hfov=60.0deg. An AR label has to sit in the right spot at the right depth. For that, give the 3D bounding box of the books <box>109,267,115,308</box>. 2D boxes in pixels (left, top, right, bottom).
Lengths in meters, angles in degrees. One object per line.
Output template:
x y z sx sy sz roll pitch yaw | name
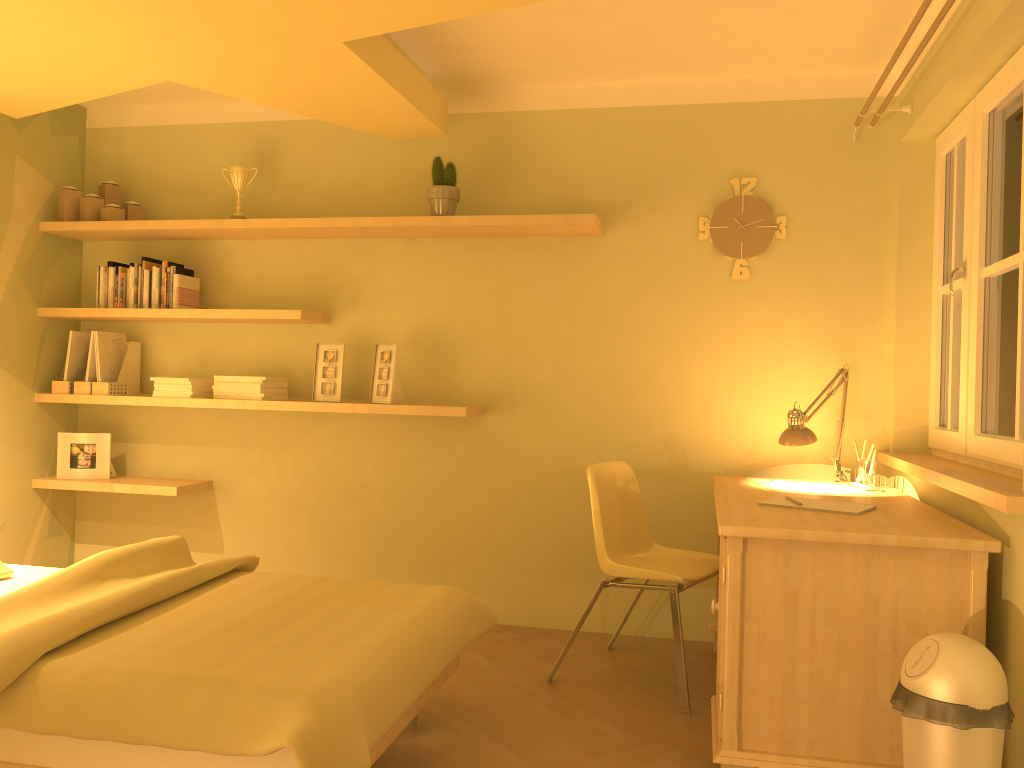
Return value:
-1.853 -0.445 4.210 0.022 0.198 0.157 1 0 12 | books

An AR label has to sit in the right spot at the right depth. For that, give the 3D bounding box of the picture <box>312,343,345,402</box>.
-0.810 -0.050 4.040 0.134 0.264 0.171 1 0 11 | picture

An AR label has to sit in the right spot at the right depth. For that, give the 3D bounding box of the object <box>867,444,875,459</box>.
1.363 0.304 3.406 0.008 0.155 0.073 2 0 -23 | object

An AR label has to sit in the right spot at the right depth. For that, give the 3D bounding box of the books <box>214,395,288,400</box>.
-1.196 0.063 4.068 0.270 0.015 0.190 1 0 23 | books

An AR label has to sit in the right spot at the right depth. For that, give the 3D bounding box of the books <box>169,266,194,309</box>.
-1.546 -0.440 4.144 0.032 0.203 0.157 1 0 12 | books

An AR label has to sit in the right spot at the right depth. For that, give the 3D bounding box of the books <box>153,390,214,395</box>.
-1.512 0.040 4.139 0.190 0.015 0.270 1 0 8 | books

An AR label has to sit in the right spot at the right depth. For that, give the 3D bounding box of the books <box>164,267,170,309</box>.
-1.573 -0.438 4.150 0.022 0.198 0.157 1 0 12 | books

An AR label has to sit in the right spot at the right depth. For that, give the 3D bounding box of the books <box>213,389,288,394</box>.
-1.196 0.033 4.059 0.270 0.015 0.190 1 0 24 | books

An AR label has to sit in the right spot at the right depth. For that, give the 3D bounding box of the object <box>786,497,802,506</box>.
0.881 0.366 2.777 0.008 0.009 0.166 2 0 3 | object

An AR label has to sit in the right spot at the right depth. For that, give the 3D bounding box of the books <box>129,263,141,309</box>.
-1.742 -0.452 4.181 0.038 0.217 0.166 1 0 12 | books

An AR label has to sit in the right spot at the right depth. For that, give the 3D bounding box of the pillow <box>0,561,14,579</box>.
-2.017 0.559 2.680 0.482 0.213 0.801 1 0 22 | pillow

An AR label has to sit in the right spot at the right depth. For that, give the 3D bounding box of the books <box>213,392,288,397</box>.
-1.196 0.048 4.068 0.270 0.015 0.190 1 0 20 | books

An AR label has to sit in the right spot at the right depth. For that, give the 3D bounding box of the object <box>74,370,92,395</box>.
-1.969 -0.079 4.230 0.087 0.259 0.236 1 0 12 | object

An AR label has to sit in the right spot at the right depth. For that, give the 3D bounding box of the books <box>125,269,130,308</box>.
-1.774 -0.440 4.198 0.032 0.193 0.146 1 0 12 | books

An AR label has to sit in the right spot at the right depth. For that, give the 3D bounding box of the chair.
0.503 0.696 3.293 0.546 0.785 0.531 1 0 32 | chair

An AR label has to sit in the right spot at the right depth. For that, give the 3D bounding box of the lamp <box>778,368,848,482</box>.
1.169 0.159 3.436 0.140 0.455 0.484 1 0 37 | lamp

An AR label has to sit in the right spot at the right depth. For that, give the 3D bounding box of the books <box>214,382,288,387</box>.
-1.193 0.003 4.060 0.270 0.015 0.190 1 0 25 | books

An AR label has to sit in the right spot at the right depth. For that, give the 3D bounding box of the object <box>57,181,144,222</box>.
-1.959 -0.864 4.229 0.349 0.229 0.234 1 0 13 | object

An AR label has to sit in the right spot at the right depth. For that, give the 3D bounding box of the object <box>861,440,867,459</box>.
1.358 0.298 3.442 0.034 0.165 0.009 2 0 5 | object

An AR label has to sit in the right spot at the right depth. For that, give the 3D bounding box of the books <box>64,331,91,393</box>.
-2.069 -0.101 4.251 0.048 0.297 0.214 2 0 7 | books

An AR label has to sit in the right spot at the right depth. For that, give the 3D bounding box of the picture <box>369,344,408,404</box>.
-0.523 -0.043 3.936 0.134 0.264 0.171 1 0 39 | picture

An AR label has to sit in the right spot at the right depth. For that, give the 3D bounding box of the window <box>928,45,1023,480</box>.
1.539 -0.353 2.825 0.142 1.263 1.486 1 0 12 | window

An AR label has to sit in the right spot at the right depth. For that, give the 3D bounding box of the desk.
1.003 0.742 2.925 0.684 0.720 1.396 1 0 12 | desk

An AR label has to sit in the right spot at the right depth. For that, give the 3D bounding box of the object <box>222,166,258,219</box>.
-1.263 -0.866 4.104 0.160 0.268 0.095 2 0 -18 | object

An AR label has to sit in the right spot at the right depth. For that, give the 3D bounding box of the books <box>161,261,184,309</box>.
-1.597 -0.454 4.164 0.032 0.229 0.138 1 0 12 | books

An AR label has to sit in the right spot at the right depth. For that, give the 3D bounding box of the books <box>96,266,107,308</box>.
-1.915 -0.449 4.223 0.040 0.203 0.157 1 0 12 | books

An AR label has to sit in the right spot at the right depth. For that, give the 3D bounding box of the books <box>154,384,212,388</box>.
-1.505 0.010 4.135 0.190 0.015 0.270 1 0 11 | books

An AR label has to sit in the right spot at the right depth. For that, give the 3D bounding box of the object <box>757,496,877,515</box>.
0.944 0.375 2.743 0.300 0.010 0.210 1 0 37 | object

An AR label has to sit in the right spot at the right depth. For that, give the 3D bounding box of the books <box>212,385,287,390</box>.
-1.200 0.018 4.062 0.270 0.015 0.190 1 0 23 | books

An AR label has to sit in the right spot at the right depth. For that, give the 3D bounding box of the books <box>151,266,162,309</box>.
-1.634 -0.442 4.163 0.040 0.203 0.157 1 0 12 | books

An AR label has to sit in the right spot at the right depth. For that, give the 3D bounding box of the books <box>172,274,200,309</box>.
-1.518 -0.419 4.127 0.032 0.163 0.178 1 0 12 | books

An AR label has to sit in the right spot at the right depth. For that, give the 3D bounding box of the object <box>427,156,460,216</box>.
-0.296 -0.855 3.854 0.145 0.294 0.145 2 0 -7 | object

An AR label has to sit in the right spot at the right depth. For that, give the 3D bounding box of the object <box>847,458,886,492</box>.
1.331 0.339 3.336 0.070 0.105 0.240 2 0 5 | object

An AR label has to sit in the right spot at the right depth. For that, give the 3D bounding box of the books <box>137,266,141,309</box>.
-1.714 -0.444 4.181 0.017 0.203 0.155 1 0 12 | books

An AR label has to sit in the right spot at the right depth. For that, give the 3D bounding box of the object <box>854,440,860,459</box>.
1.344 0.298 3.432 0.053 0.162 0.009 2 0 -12 | object

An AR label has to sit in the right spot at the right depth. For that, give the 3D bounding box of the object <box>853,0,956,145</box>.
1.305 -1.036 2.800 0.190 0.113 1.708 1 0 12 | object

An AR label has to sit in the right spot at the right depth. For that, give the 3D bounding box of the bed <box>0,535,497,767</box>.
-1.339 0.592 2.525 2.378 0.894 1.286 1 0 12 | bed

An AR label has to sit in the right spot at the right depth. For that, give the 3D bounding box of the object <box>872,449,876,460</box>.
1.359 0.312 3.349 0.010 0.138 0.043 2 0 -14 | object

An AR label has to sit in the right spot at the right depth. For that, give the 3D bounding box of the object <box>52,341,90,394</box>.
-2.092 -0.082 4.256 0.087 0.259 0.236 2 0 7 | object

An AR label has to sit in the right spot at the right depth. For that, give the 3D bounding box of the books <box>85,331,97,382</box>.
-1.946 -0.098 4.223 0.048 0.297 0.214 1 0 12 | books

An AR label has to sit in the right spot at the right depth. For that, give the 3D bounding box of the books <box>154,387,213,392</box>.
-1.503 0.025 4.140 0.190 0.015 0.270 1 0 13 | books

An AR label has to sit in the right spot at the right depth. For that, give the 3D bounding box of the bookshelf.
-0.917 -0.102 4.010 2.605 1.240 0.300 1 0 12 | bookshelf

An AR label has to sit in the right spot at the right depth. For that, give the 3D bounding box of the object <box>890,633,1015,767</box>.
0.985 0.831 1.989 0.248 0.535 0.255 2 0 -43 | object

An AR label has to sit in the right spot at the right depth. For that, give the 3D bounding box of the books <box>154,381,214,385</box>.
-1.504 -0.005 4.142 0.190 0.015 0.270 1 0 14 | books

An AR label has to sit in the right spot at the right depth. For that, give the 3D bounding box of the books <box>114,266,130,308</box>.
-1.827 -0.447 4.204 0.032 0.203 0.157 1 0 12 | books

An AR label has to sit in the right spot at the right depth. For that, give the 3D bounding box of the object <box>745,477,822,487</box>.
1.051 0.380 3.440 0.300 0.009 0.040 1 0 42 | object

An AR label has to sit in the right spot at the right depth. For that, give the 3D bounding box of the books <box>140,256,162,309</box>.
-1.695 -0.466 4.176 0.021 0.247 0.157 1 0 12 | books

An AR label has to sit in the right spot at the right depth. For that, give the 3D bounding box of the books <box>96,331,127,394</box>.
-1.894 -0.097 4.214 0.043 0.296 0.210 1 0 12 | books

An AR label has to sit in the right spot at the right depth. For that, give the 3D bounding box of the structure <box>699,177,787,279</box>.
0.973 -0.659 3.748 0.360 0.432 0.027 1 0 12 | structure

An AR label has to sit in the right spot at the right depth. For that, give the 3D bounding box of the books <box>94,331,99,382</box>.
-1.903 -0.097 4.212 0.036 0.296 0.210 1 0 12 | books

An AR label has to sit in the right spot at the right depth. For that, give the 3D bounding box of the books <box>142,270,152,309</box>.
-1.671 -0.433 4.162 0.032 0.184 0.173 1 0 12 | books

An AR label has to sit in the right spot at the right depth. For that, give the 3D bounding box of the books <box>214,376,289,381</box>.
-1.194 -0.027 4.068 0.270 0.015 0.190 1 0 18 | books

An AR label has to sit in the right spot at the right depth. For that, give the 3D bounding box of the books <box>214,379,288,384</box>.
-1.199 -0.012 4.081 0.270 0.015 0.190 1 0 23 | books

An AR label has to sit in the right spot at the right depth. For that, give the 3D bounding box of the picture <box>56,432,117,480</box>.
-2.028 0.340 4.229 0.247 0.219 0.131 2 0 -10 | picture

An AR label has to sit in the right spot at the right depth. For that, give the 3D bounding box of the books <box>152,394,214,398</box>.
-1.513 0.055 4.139 0.190 0.015 0.270 1 0 11 | books

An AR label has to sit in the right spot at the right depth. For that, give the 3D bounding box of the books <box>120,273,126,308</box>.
-1.801 -0.431 4.198 0.021 0.172 0.157 1 0 12 | books

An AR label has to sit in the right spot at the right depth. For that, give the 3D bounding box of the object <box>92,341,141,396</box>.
-1.875 -0.076 4.210 0.087 0.259 0.236 1 0 12 | object

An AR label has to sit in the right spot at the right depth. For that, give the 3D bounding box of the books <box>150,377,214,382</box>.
-1.523 -0.020 4.132 0.190 0.015 0.270 1 0 10 | books

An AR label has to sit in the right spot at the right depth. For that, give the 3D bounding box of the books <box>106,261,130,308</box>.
-1.877 -0.461 4.225 0.032 0.229 0.138 1 0 12 | books
